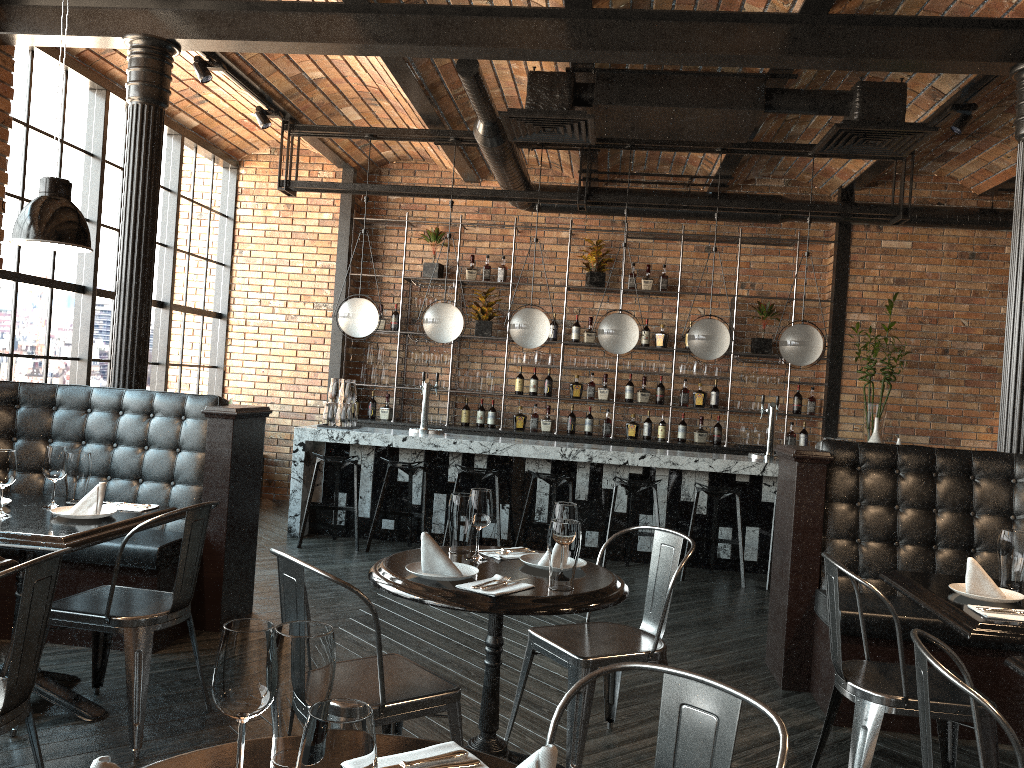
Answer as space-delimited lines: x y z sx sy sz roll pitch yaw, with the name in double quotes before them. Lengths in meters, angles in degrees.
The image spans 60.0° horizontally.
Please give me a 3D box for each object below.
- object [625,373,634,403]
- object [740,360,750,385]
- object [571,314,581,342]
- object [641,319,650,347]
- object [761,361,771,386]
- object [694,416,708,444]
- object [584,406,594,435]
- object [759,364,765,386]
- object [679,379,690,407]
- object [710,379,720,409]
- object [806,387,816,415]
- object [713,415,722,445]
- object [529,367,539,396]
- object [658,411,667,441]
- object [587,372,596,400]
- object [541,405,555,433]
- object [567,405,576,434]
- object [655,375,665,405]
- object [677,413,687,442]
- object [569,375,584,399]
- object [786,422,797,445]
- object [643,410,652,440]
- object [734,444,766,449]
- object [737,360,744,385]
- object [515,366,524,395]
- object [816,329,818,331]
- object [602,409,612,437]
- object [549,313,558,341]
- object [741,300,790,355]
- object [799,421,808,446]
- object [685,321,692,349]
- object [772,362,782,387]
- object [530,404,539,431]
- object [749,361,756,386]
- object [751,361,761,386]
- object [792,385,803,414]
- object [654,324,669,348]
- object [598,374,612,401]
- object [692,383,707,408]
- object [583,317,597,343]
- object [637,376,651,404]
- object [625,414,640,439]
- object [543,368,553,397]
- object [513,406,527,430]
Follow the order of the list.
"object" 1.207 0.041 9.079 0.086 0.298 0.086 4 0 -35
"object" 2.328 -0.117 8.863 0.092 0.244 0.092 4 0 -45
"object" 0.664 -0.568 9.140 0.086 0.298 0.086 4 0 -35
"object" 1.374 -0.520 9.089 0.086 0.298 0.086 4 0 -35
"object" 2.535 -0.102 8.841 0.092 0.244 0.092 4 0 -45
"object" 1.913 0.465 8.981 0.123 0.279 0.123 4 0 -5
"object" 0.796 0.377 9.120 0.086 0.298 0.086 4 0 -35
"object" 2.553 -0.101 9.005 0.092 0.244 0.092 4 0 -45
"object" 1.754 0.087 9.014 0.083 0.282 0.083 4 0 -9
"object" 2.061 0.101 8.995 0.086 0.298 0.086 4 0 -35
"object" 3.002 0.173 8.882 0.083 0.282 0.083 4 0 16
"object" 2.084 0.465 8.980 0.086 0.299 0.086 4 0 -35
"object" 0.231 -0.026 9.206 0.086 0.298 0.086 4 0 -35
"object" 1.533 0.429 9.035 0.080 0.299 0.080 4 0 8
"object" 0.817 0.023 9.113 0.083 0.282 0.083 4 0 6
"object" 0.372 0.359 9.144 0.123 0.279 0.123 4 0 20
"object" 0.613 0.365 9.107 0.086 0.297 0.086 4 0 40
"object" 1.515 0.062 9.042 0.086 0.299 0.086 4 0 -35
"object" 1.736 0.442 9.021 0.086 0.298 0.086 4 0 -35
"object" 0.663 0.030 9.128 0.151 0.248 0.094 4 0 -5
"object" 2.802 0.523 8.901 0.083 0.282 0.083 4 0 -9
"object" 1.390 0.419 9.064 0.086 0.298 0.086 4 0 -35
"object" 2.448 0.631 8.882 0.437 0.019 0.273 4 0 6
"object" 2.345 -0.116 9.027 0.092 0.244 0.092 4 0 -45
"object" 0.083 -0.035 9.196 0.086 0.299 0.086 4 0 -35
"object" 3.050 -0.405 8.908 0.086 0.298 0.086 4 0 -30
"object" 0.976 0.398 9.093 0.083 0.282 0.083 4 0 -9
"object" 0.433 -0.583 9.171 0.086 0.298 0.086 4 0 -35
"object" 2.540 -0.569 8.901 0.374 0.560 0.398 4 0 -22
"object" 2.928 0.525 8.901 0.086 0.298 0.086 4 0 -35
"object" 1.812 -0.488 9.018 0.086 0.299 0.086 4 0 -35
"object" 2.638 -0.095 8.830 0.092 0.244 0.092 4 0 -45
"object" 0.236 0.347 9.172 0.083 0.282 0.083 4 0 6
"object" 2.454 -0.108 9.016 0.092 0.244 0.092 4 0 -45
"object" 2.437 -0.109 8.852 0.092 0.244 0.092 4 0 -45
"object" 2.868 0.155 8.900 0.086 0.299 0.086 4 0 -35
"object" 1.528 -0.483 9.041 0.151 0.248 0.094 4 0 35
"object" 0.953 0.034 9.085 0.123 0.279 0.123 4 0 20
"object" 1.905 0.115 8.997 0.151 0.248 0.094 4 0 15
"object" 0.801 -0.548 9.104 0.123 0.279 0.123 4 0 -5
"object" 1.344 0.061 9.043 0.123 0.279 0.123 4 0 -5
"object" 1.233 0.434 9.066 0.151 0.248 0.094 4 0 15
"object" 0.378 -0.015 9.162 0.086 0.297 0.086 4 0 -35
"object" 0.081 0.355 9.187 0.151 0.248 0.094 4 0 -5
